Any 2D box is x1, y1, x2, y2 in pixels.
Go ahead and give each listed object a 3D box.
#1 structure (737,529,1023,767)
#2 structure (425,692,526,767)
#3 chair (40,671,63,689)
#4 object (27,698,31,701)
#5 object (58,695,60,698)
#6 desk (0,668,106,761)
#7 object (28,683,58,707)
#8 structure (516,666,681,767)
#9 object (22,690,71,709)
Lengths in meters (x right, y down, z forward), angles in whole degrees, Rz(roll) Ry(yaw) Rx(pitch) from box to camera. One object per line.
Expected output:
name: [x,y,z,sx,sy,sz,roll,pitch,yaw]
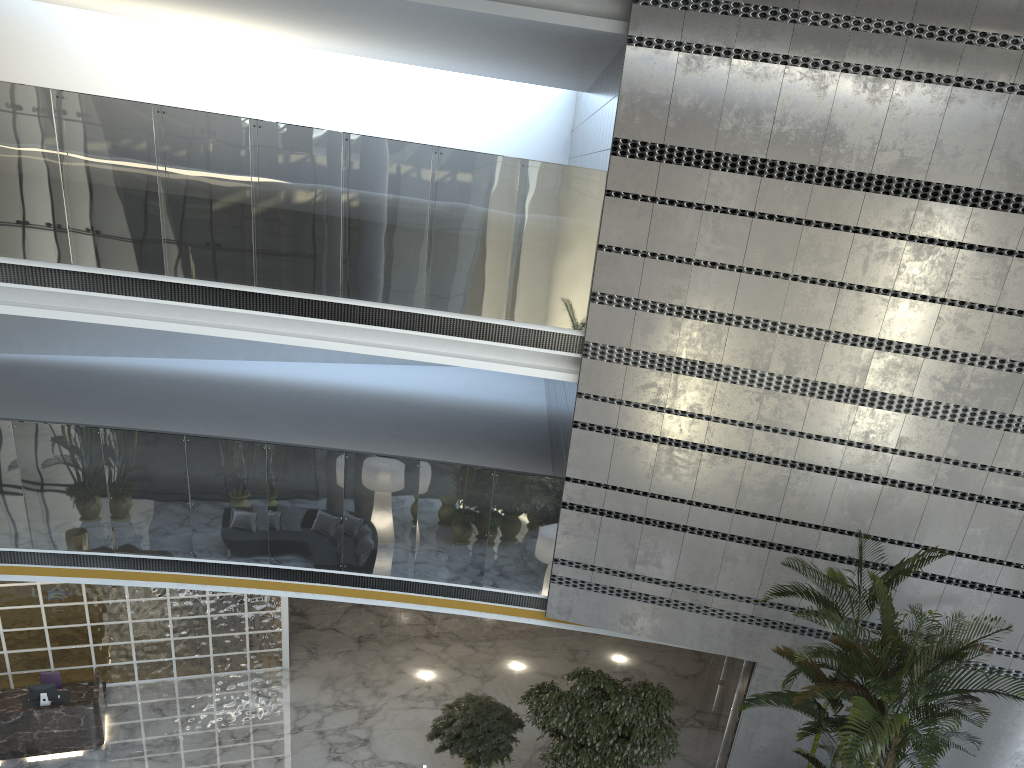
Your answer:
structure: [3.309,3.822,8.602,2.361,5.150,2.359,14,24,18]
structure: [-0.430,4.559,10.947,1.113,1.471,1.143,17,23,24]
chair: [-5.847,3.991,10.899,0.260,0.648,0.306,-4,25,-22]
object: [-5.937,3.877,10.533,0.036,0.019,0.057,1,17,-23]
object: [-5.753,3.888,10.612,0.268,0.012,0.064,2,16,-24]
desk: [-6.866,4.035,10.675,3.200,0.787,1.423,2,18,-24]
object: [-5.705,3.780,10.435,0.295,0.326,0.101,-1,25,-22]
structure: [1.065,4.485,10.658,1.610,2.188,1.855,-14,29,-43]
object: [-5.737,3.913,10.561,0.518,0.005,0.371,2,15,-24]
